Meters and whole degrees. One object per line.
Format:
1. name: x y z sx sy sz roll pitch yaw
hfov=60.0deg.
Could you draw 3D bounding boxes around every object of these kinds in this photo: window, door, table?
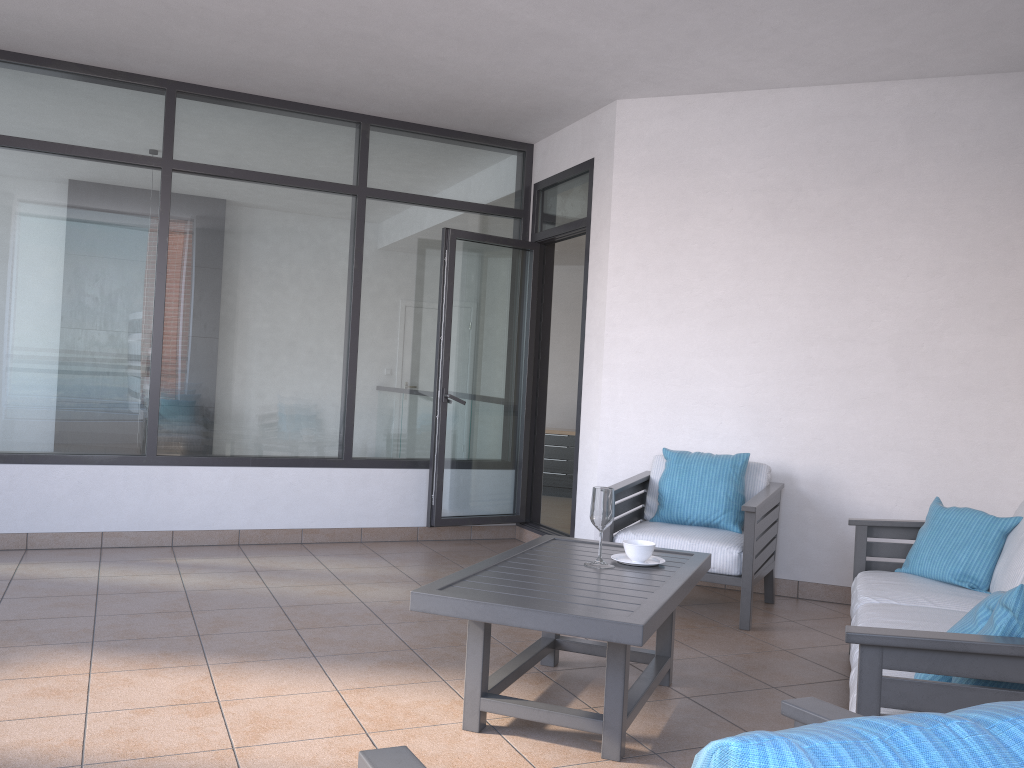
1. window: -2.217 -0.694 5.584 5.002 2.402 0.170 3 0 -24
2. door: 0.010 -0.224 5.958 0.924 2.500 0.905 3 0 -24
3. table: 0.238 0.889 3.122 0.710 0.473 1.260 3 0 21

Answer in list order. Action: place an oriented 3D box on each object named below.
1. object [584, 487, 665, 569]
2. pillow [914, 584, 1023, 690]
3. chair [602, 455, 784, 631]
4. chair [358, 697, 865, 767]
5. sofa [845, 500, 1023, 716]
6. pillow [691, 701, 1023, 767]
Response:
1. object: 0.418 0.526 3.312 0.337 0.284 0.203 3 0 -18
2. pillow: 1.198 0.620 2.141 0.543 0.370 0.377 3 0 -29
3. chair: 0.966 0.789 4.740 0.797 0.765 0.807 3 0 26
4. chair: 0.306 0.736 0.997 0.797 0.765 0.807 3 0 -24
5. sofa: 1.493 0.808 2.835 0.807 0.765 2.161 3 0 21
6. pillow: 0.354 0.518 0.906 0.510 0.426 0.316 3 0 -27
